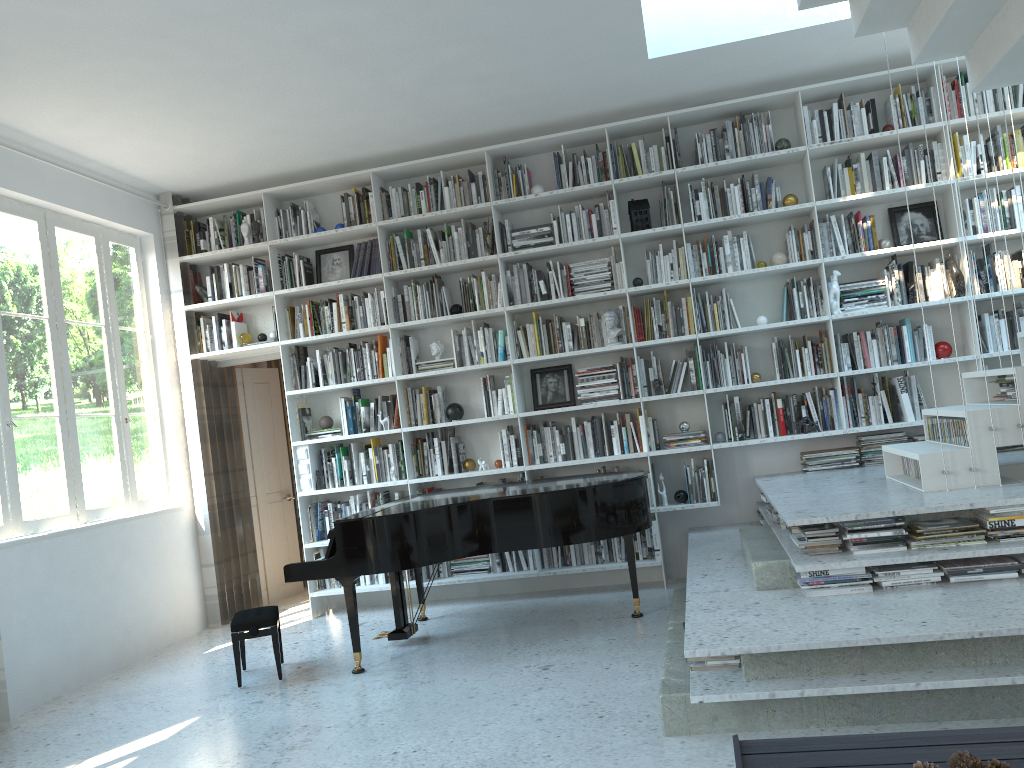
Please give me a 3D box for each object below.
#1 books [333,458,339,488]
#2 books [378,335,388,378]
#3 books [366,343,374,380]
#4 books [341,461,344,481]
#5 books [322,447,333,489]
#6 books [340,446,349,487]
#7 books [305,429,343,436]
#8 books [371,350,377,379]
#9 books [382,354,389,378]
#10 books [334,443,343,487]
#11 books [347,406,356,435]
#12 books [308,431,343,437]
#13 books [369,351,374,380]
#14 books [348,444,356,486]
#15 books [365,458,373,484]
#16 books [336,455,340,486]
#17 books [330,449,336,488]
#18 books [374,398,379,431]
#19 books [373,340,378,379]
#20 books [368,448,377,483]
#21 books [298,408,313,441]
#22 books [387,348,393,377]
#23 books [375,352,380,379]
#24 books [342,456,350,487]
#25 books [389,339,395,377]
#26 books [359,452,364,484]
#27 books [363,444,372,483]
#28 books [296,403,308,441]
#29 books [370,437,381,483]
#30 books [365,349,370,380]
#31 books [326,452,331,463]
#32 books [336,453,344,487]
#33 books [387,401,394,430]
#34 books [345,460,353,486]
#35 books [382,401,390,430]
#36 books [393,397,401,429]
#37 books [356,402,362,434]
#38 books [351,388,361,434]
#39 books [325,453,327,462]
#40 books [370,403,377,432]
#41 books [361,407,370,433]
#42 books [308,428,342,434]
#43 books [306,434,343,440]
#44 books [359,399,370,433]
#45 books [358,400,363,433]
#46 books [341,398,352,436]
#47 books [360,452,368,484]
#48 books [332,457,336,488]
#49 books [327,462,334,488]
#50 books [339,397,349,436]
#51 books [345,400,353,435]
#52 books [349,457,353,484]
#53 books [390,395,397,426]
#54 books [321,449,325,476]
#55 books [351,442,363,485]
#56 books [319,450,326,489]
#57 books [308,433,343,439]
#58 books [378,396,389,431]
[{"bbox_3d":[-1.265,0.646,6.525,0.015,0.217,0.180,-8,-2,11],"label":"books"},{"bbox_3d":[-0.938,-0.192,6.476,0.035,0.325,0.170,-8,-2,11],"label":"books"},{"bbox_3d":[-1.020,-0.156,6.484,0.015,0.275,0.157,-8,-2,11],"label":"books"},{"bbox_3d":[-1.216,0.643,6.541,0.016,0.211,0.146,-8,-2,11],"label":"books"},{"bbox_3d":[-1.350,0.619,6.556,0.014,0.294,0.171,-8,-2,11],"label":"books"},{"bbox_3d":[-1.208,0.603,6.506,0.007,0.286,0.182,-8,-2,11],"label":"books"},{"bbox_3d":[-1.361,0.357,6.559,0.285,0.012,0.159,-8,-3,15],"label":"books"},{"bbox_3d":[-0.984,-0.132,6.495,0.021,0.220,0.148,-8,-2,11],"label":"books"},{"bbox_3d":[-0.897,-0.126,6.471,0.030,0.183,0.152,-8,-2,11],"label":"books"},{"bbox_3d":[-1.259,0.596,6.534,0.006,0.315,0.145,-8,-2,11],"label":"books"},{"bbox_3d":[-1.149,0.265,6.491,0.029,0.208,0.189,-8,-2,11],"label":"books"},{"bbox_3d":[-1.359,0.369,6.561,0.254,0.012,0.161,-8,-3,8],"label":"books"},{"bbox_3d":[-1.001,-0.129,6.494,0.012,0.217,0.160,-8,-2,11],"label":"books"},{"bbox_3d":[-1.140,0.587,6.495,0.019,0.300,0.180,-8,-2,11],"label":"books"},{"bbox_3d":[-1.014,0.630,6.472,0.029,0.181,0.190,-8,-2,11],"label":"books"},{"bbox_3d":[-1.245,0.630,6.529,0.014,0.243,0.171,-8,-2,11],"label":"books"},{"bbox_3d":[-1.293,0.618,6.538,0.008,0.279,0.164,-8,-2,11],"label":"books"},{"bbox_3d":[-0.968,0.225,6.490,0.013,0.241,0.141,-8,-2,11],"label":"books"},{"bbox_3d":[-0.970,-0.170,6.497,0.015,0.292,0.144,-8,-2,11],"label":"books"},{"bbox_3d":[-0.990,0.590,6.478,0.026,0.254,0.176,-8,-2,11],"label":"books"},{"bbox_3d":[-1.531,0.300,6.594,0.028,0.243,0.156,-8,-2,11],"label":"books"},{"bbox_3d":[-0.870,-0.149,6.466,0.031,0.223,0.144,-8,-2,11],"label":"books"},{"bbox_3d":[-0.954,-0.128,6.479,0.013,0.203,0.161,-8,-2,11],"label":"books"},{"bbox_3d":[-1.191,0.635,6.509,0.015,0.219,0.190,-8,-2,11],"label":"books"},{"bbox_3d":[-0.845,-0.184,6.466,0.027,0.286,0.148,-8,-2,11],"label":"books"},{"bbox_3d":[-1.087,0.616,6.515,0.045,0.230,0.138,-8,-2,11],"label":"books"},{"bbox_3d":[-1.039,0.583,6.487,0.014,0.282,0.150,-8,-2,11],"label":"books"},{"bbox_3d":[-1.551,0.282,6.609,0.012,0.285,0.159,-8,-2,11],"label":"books"},{"bbox_3d":[-0.974,0.554,6.472,0.021,0.322,0.172,-8,-2,11],"label":"books"},{"bbox_3d":[-1.033,-0.136,6.516,0.028,0.242,0.131,-8,-2,11],"label":"books"},{"bbox_3d":[-1.318,0.629,6.538,0.007,0.264,0.177,-8,-2,11],"label":"books"},{"bbox_3d":[-1.237,0.628,6.513,0.009,0.244,0.184,-8,-2,11],"label":"books"},{"bbox_3d":[-0.861,0.227,6.456,0.027,0.209,0.143,-8,-2,11],"label":"books"},{"bbox_3d":[-1.175,0.648,6.501,0.016,0.189,0.183,-8,-2,11],"label":"books"},{"bbox_3d":[-0.891,0.231,6.452,0.030,0.207,0.172,-8,-2,11],"label":"books"},{"bbox_3d":[-0.799,0.183,6.407,0.082,0.276,0.228,-8,-2,11],"label":"books"},{"bbox_3d":[-1.103,0.249,6.522,0.030,0.231,0.148,-8,-2,11],"label":"books"},{"bbox_3d":[-1.131,0.200,6.522,0.011,0.336,0.153,-8,-2,11],"label":"books"},{"bbox_3d":[-1.328,0.635,6.560,0.022,0.257,0.141,-8,-2,11],"label":"books"},{"bbox_3d":[-1.000,0.244,6.497,0.056,0.214,0.142,-8,-2,11],"label":"books"},{"bbox_3d":[-1.047,0.260,6.472,0.029,0.190,0.189,-8,-2,11],"label":"books"},{"bbox_3d":[-1.362,0.345,6.566,0.254,0.012,0.161,-8,-3,12],"label":"books"},{"bbox_3d":[-1.356,0.393,6.560,0.285,0.012,0.159,-8,-3,14],"label":"books"},{"bbox_3d":[-1.067,0.233,6.489,0.011,0.250,0.172,-8,-2,11],"label":"books"},{"bbox_3d":[-1.080,0.237,6.511,0.022,0.249,0.129,-8,-2,11],"label":"books"},{"bbox_3d":[-1.205,0.241,6.525,0.024,0.273,0.150,-8,-2,11],"label":"books"},{"bbox_3d":[-1.056,0.612,6.491,0.027,0.230,0.159,-8,-2,11],"label":"books"},{"bbox_3d":[-1.277,0.647,6.541,0.015,0.218,0.176,-8,-2,11],"label":"books"},{"bbox_3d":[-1.304,0.664,6.519,0.019,0.189,0.193,-8,-2,11],"label":"books"},{"bbox_3d":[-1.223,0.237,6.530,0.012,0.285,0.159,-8,-2,11],"label":"books"},{"bbox_3d":[-1.175,0.246,6.527,0.031,0.255,0.143,-8,-2,11],"label":"books"},{"bbox_3d":[-1.155,0.626,6.533,0.016,0.230,0.136,-8,-2,11],"label":"books"},{"bbox_3d":[-0.840,0.203,6.455,0.021,0.251,0.154,-8,-2,11],"label":"books"},{"bbox_3d":[-1.363,0.623,6.566,0.016,0.289,0.152,-8,-2,11],"label":"books"},{"bbox_3d":[-1.123,0.582,6.504,0.012,0.306,0.189,-8,-2,11],"label":"books"},{"bbox_3d":[-1.374,0.627,6.570,0.008,0.285,0.159,-8,-2,11],"label":"books"},{"bbox_3d":[-1.357,0.381,6.565,0.254,0.012,0.161,-8,-3,12],"label":"books"},{"bbox_3d":[-0.936,0.214,6.469,0.060,0.255,0.158,-8,-2,11],"label":"books"}]
